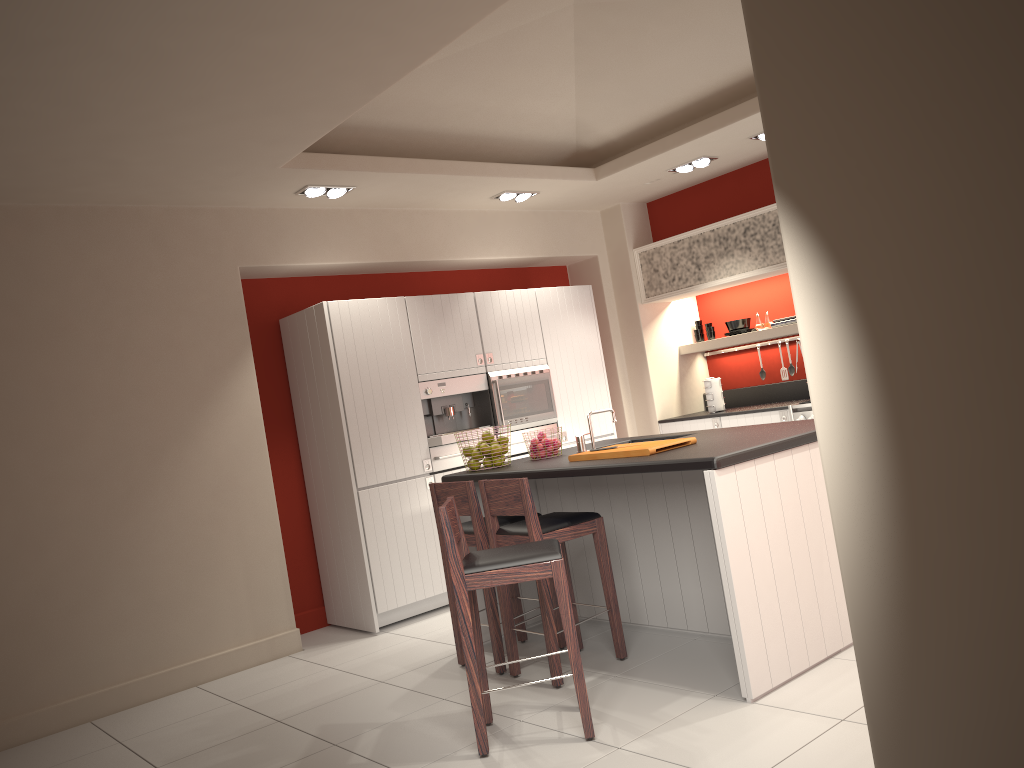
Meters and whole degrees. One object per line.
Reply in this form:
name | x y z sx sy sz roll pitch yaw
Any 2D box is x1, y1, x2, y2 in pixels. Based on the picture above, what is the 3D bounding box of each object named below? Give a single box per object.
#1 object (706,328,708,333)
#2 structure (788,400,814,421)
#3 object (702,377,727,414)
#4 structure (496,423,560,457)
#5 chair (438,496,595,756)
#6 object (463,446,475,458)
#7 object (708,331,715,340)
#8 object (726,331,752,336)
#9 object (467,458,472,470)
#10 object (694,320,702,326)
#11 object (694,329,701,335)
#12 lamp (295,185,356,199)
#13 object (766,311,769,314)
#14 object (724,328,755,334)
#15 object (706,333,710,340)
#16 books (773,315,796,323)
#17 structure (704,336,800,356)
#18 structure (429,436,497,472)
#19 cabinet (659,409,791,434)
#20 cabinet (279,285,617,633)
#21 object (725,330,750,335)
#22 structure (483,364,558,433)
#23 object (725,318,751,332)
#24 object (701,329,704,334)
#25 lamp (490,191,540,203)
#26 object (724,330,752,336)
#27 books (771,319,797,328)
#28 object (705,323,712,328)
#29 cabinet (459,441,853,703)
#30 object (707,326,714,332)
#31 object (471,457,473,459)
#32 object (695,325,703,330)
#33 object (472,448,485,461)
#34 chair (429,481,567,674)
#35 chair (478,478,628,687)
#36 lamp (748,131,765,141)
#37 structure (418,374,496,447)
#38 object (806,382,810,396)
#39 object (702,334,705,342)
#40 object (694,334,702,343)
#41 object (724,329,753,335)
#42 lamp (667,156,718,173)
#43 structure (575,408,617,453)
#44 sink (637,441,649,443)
object | 1.841 -0.483 8.252 0.070 0.076 0.070 -10 -1 22
structure | 2.864 0.516 6.569 0.778 1.085 1.321 -8 -2 -39
object | 1.763 0.095 7.733 0.168 0.304 0.163 -9 -1 -10
structure | 0.138 0.439 6.961 0.618 0.177 0.128 -9 -2 -39
chair | 0.022 0.963 3.769 0.474 1.008 0.383 -9 -1 1
object | -0.256 0.405 5.285 0.077 0.068 0.076 -11 -2 44
object | 1.828 -0.439 8.107 0.070 0.076 0.070 -10 -1 22
object | 2.049 -0.447 7.964 0.280 0.016 0.280 -9 -1 -40
object | -0.233 0.476 5.279 0.068 0.068 0.068 -9 -1 -28
object | 1.757 -0.557 8.340 0.070 0.076 0.070 -10 -1 22
object | 1.713 -0.463 8.164 0.070 0.076 0.070 -10 -1 22
lamp | -1.253 -1.313 5.957 0.361 0.103 0.199 -9 -1 -39
object | 2.228 -0.619 7.745 0.026 0.032 0.023 -10 -2 33
object | 2.045 -0.468 7.964 0.280 0.016 0.280 -9 -1 -40
object | 1.848 -0.440 8.251 0.070 0.076 0.070 -10 -1 22
books | 2.399 -0.563 7.470 0.207 0.026 0.331 -9 -1 -39
structure | 2.263 -0.359 7.939 0.054 0.034 1.354 -8 -1 -39
structure | -0.345 0.511 6.562 0.618 0.177 0.128 -9 -2 -39
cabinet | 2.081 0.724 7.627 0.687 0.993 1.360 -8 -2 -39
cabinet | -0.328 0.448 7.030 2.558 2.250 0.716 -8 -2 -39
object | 2.047 -0.458 7.964 0.280 0.016 0.280 -9 -1 -40
structure | 0.030 0.121 7.029 0.610 0.473 0.332 -8 -2 -39
object | 2.037 -0.519 7.966 0.232 0.108 0.232 -9 -1 2
object | 1.772 -0.470 8.338 0.070 0.076 0.070 -10 -1 22
lamp | 0.025 -1.495 7.013 0.361 0.084 0.199 -9 -1 -39
object | 2.048 -0.452 7.964 0.280 0.016 0.280 -9 -1 -40
books | 2.378 -0.525 7.469 0.207 0.042 0.330 -9 -1 -34
object | 1.834 -0.526 8.253 0.070 0.076 0.070 -10 -1 22
cabinet | 0.835 0.895 4.915 1.424 1.011 2.033 -8 -1 -39
object | 1.821 -0.482 8.108 0.070 0.076 0.070 -10 -1 22
object | -0.215 0.421 5.339 0.076 0.077 0.076 -10 -1 15
object | 1.764 -0.513 8.339 0.070 0.076 0.070 -10 -1 22
object | -0.199 0.416 5.241 0.076 0.077 0.076 -10 -1 15
chair | -0.079 1.001 4.913 0.474 1.008 0.383 -8 -2 -39
chair | 0.208 0.947 4.556 0.474 1.008 0.383 -8 -2 -37
lamp | 1.897 -1.829 6.350 0.199 0.104 0.361 -9 -1 -39
structure | -0.496 0.205 6.691 0.624 0.470 0.452 -8 -2 -39
object | 2.397 0.045 6.869 0.201 0.148 0.201 -11 -2 43
object | 1.779 -0.427 8.337 0.070 0.076 0.070 -10 -1 22
object | 1.720 -0.420 8.162 0.070 0.076 0.070 -10 -1 22
object | 2.046 -0.463 7.964 0.280 0.016 0.280 -9 -1 -40
lamp | 1.412 -1.736 6.954 0.199 0.109 0.361 -9 -1 -39
structure | 0.493 0.283 5.276 0.224 0.249 0.183 -8 -2 -39
sink | 0.766 0.501 5.315 0.516 0.258 0.567 -9 -1 -39
